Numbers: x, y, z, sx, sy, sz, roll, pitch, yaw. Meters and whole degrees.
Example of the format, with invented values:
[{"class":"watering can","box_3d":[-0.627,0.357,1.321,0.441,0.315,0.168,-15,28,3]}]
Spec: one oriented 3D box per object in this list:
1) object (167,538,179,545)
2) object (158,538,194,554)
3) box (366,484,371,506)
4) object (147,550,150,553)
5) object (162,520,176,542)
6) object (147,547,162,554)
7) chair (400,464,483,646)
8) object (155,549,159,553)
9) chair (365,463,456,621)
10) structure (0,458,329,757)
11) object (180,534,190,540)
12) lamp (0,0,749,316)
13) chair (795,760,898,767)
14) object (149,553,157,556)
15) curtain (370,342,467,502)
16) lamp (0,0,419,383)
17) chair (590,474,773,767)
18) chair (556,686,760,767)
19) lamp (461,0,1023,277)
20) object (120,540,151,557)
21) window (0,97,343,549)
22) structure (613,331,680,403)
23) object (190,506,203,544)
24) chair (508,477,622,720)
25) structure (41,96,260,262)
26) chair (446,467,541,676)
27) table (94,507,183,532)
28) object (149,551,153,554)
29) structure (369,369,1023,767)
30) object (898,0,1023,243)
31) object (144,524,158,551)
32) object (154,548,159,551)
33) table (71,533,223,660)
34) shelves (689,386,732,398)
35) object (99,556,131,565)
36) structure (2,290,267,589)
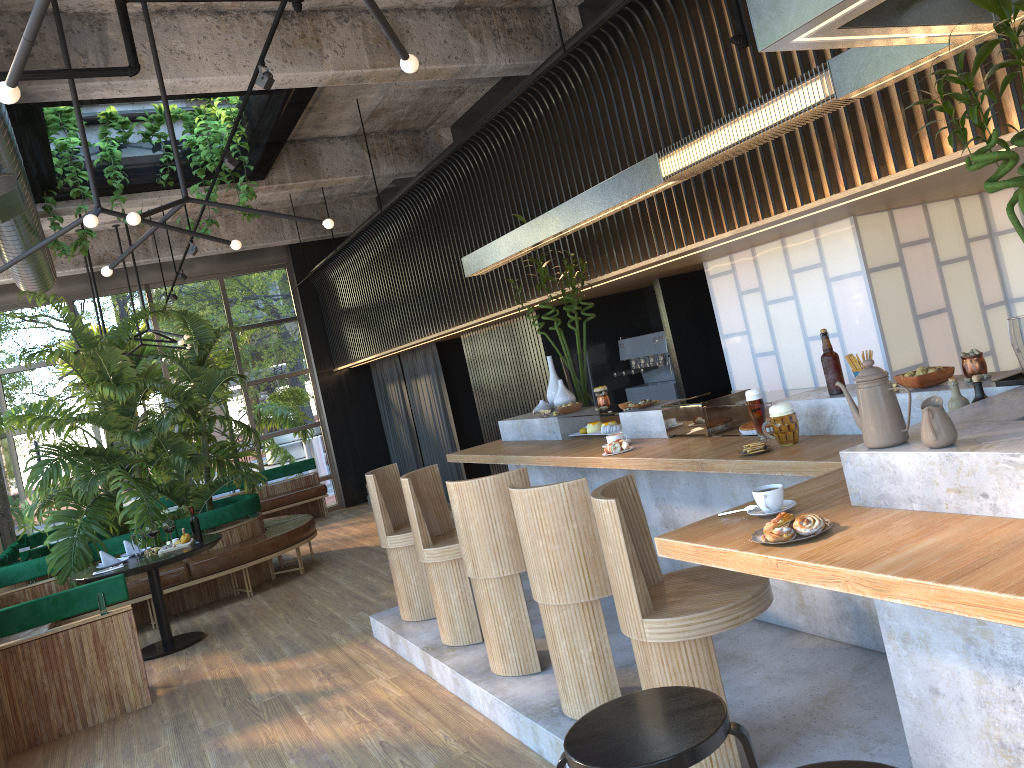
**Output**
[{"class":"object","box_3d":[-2.747,1.288,7.300,0.200,0.038,0.061,-13,1,6]},{"class":"object","box_3d":[-2.719,1.313,7.206,0.247,0.019,0.342,-13,2,-16]},{"class":"box","box_3d":[-1.951,1.507,12.909,0.349,0.442,0.266,-13,-1,-37]},{"class":"object","box_3d":[-2.972,1.368,7.250,0.025,0.025,0.045,-13,1,-7]},{"class":"object","box_3d":[-2.848,1.244,7.398,0.108,0.201,0.097,-12,-1,-37]},{"class":"object","box_3d":[-2.914,1.352,7.252,0.101,0.028,0.124,-13,2,-11]},{"class":"chair","box_3d":[-0.272,0.949,5.154,0.518,0.969,0.576,-13,-1,39]},{"class":"object","box_3d":[-2.849,1.340,7.120,0.033,0.031,0.039,-13,1,-1]},{"class":"chair","box_3d":[-0.590,0.999,5.859,0.565,0.969,0.530,-13,-1,-16]},{"class":"structure","box_3d":[0.354,0.694,4.133,6.318,1.549,19.198,-14,2,-25]},{"class":"object","box_3d":[-2.733,1.283,7.413,0.061,0.072,0.201,-13,1,-35]},{"class":"lamp","box_3d":[-2.792,-1.685,7.752,3.971,1.531,9.570,-14,2,-28]},{"class":"chair","box_3d":[0.659,1.136,1.616,0.542,0.696,0.487,-13,0,-36]},{"class":"object","box_3d":[-2.864,1.355,7.067,0.065,0.013,0.141,-14,2,-31]},{"class":"curtain","box_3d":[-1.332,0.560,12.090,0.127,2.058,3.125,-12,0,-25]},{"class":"lamp","box_3d":[-0.163,-2.022,4.508,5.329,1.823,18.042,-14,2,-25]},{"class":"chair","box_3d":[0.649,0.802,3.124,0.529,0.969,0.566,-13,-1,21]},{"class":"chair","box_3d":[0.404,1.176,2.179,0.540,0.696,0.489,-13,0,-31]},{"class":"lamp","box_3d":[1.879,-2.341,4.547,5.227,2.133,6.414,-14,2,-32]},{"class":"object","box_3d":[-3.133,1.347,7.372,0.246,0.139,0.220,-14,1,-42]},{"class":"window","box_3d":[-1.189,-1.474,3.640,4.338,6.495,19.432,-13,1,-24]},{"class":"structure","box_3d":[1.432,0.286,8.217,0.575,1.593,0.801,-12,-1,-26]},{"class":"object","box_3d":[-2.558,1.135,7.165,0.070,0.299,0.067,-13,-1,-10]},{"class":"chair","box_3d":[0.358,0.847,3.800,0.526,0.969,0.568,-13,-1,24]},{"class":"structure","box_3d":[-3.261,-2.006,8.345,2.170,1.516,1.415,-13,0,2]},{"class":"chair","box_3d":[0.039,0.898,4.510,0.552,0.969,0.543,-13,-1,-3]},{"class":"table","box_3d":[-4.373,1.983,10.518,1.040,0.751,1.161,-12,1,44]},{"class":"object","box_3d":[-2.909,1.359,7.154,0.034,0.019,0.036,-13,1,-14]},{"class":"structure","box_3d":[2.836,0.016,4.542,6.120,1.730,6.802,-14,2,-26]},{"class":"object","box_3d":[1.401,-0.568,2.314,0.701,1.549,0.562,-12,-1,-21]},{"class":"object","box_3d":[-2.981,1.275,7.371,0.108,0.201,0.097,-12,-1,-37]},{"class":"object","box_3d":[-2.885,1.345,7.199,0.034,0.032,0.036,-13,0,-28]},{"class":"table","box_3d":[-2.817,1.734,7.087,1.047,0.751,1.154,-12,1,33]},{"class":"shelves","box_3d":[1.927,0.054,7.438,0.548,0.035,0.829,-14,2,-26]},{"class":"object","box_3d":[-3.246,1.434,7.221,0.245,0.019,0.164,-12,2,23]},{"class":"structure","box_3d":[-3.877,0.593,9.235,2.563,3.435,2.528,-13,0,-41]}]
